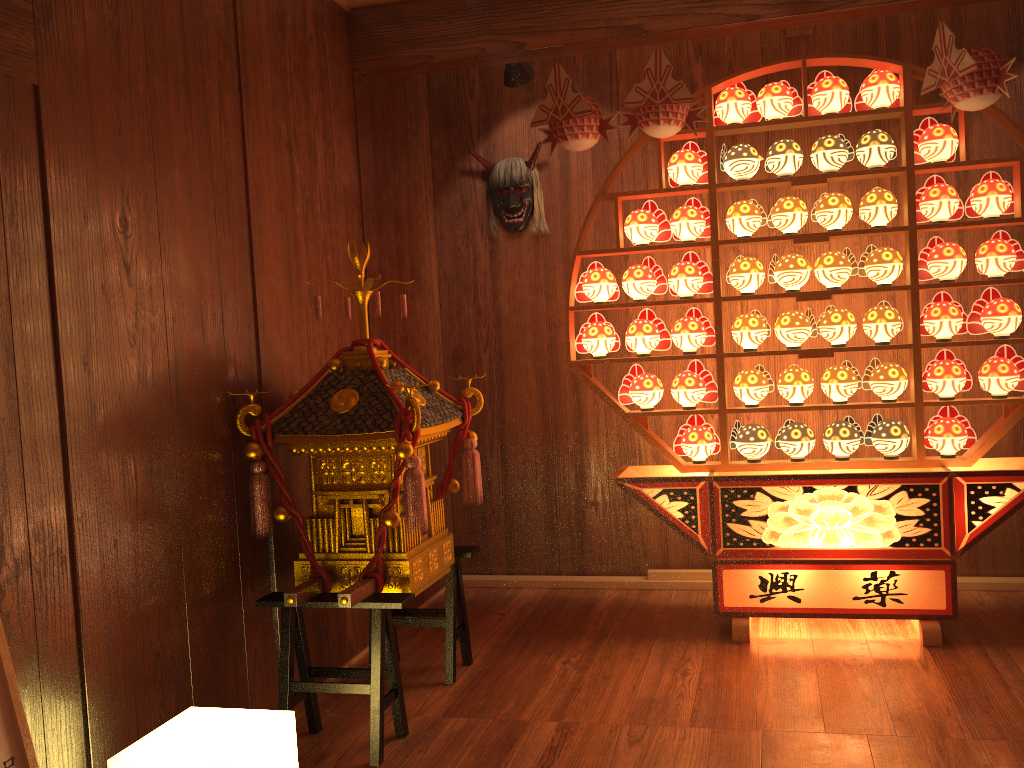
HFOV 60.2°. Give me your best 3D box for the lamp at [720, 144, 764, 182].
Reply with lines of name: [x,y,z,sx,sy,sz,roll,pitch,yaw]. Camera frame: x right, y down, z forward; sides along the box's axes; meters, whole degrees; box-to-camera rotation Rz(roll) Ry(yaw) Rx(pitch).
lamp: [0.911,-0.871,3.469,0.152,0.167,0.143,-2,3,30]

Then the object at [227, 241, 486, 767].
object: [-0.451,0.300,2.862,0.598,1.515,0.822,-3,2,15]

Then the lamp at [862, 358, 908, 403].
lamp: [1.448,-0.016,3.385,0.143,0.173,0.153,-4,3,-20]

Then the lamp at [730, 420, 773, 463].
lamp: [0.966,0.227,3.511,0.151,0.167,0.144,-1,3,45]

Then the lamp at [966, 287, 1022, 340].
lamp: [1.823,-0.267,3.286,0.201,0.200,0.157,-3,2,-1]

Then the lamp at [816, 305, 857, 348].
lamp: [1.261,-0.225,3.414,0.139,0.167,0.157,-3,2,0]

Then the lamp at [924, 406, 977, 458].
lamp: [1.650,0.182,3.353,0.189,0.197,0.162,-2,3,29]

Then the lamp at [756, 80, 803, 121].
lamp: [1.011,-1.102,3.425,0.164,0.179,0.162,-1,3,45]

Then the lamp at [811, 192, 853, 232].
lamp: [1.239,-0.665,3.395,0.140,0.167,0.156,-3,2,-5]

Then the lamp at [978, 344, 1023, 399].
lamp: [1.814,-0.046,3.301,0.162,0.200,0.193,-5,3,-40]

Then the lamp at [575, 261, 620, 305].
lamp: [0.358,-0.416,3.607,0.191,0.187,0.156,-3,2,-6]

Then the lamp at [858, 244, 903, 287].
lamp: [1.421,-0.456,3.368,0.142,0.173,0.154,-4,2,-15]

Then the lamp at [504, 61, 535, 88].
lamp: [0.027,-1.330,3.705,0.135,0.176,0.175,-3,2,1]

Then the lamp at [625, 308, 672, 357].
lamp: [0.526,-0.209,3.579,0.195,0.200,0.161,-2,3,24]

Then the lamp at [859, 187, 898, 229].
lamp: [1.392,-0.675,3.359,0.136,0.173,0.160,-2,2,20]

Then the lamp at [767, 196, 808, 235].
lamp: [1.081,-0.655,3.431,0.140,0.161,0.156,-3,2,-5]

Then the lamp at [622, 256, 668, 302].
lamp: [0.508,-0.425,3.575,0.175,0.191,0.162,-1,3,45]

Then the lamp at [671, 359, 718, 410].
lamp: [0.703,0.003,3.550,0.193,0.200,0.162,-1,3,39]

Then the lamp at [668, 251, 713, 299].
lamp: [0.690,-0.437,3.530,0.194,0.200,0.162,-2,3,29]

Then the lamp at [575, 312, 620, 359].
lamp: [0.355,-0.199,3.619,0.190,0.195,0.157,-3,2,-1]

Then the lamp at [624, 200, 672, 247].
lamp: [0.516,-0.650,3.561,0.193,0.200,0.162,-1,3,39]

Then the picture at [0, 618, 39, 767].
picture: [-1.012,0.746,1.534,0.210,0.788,0.410,-2,3,20]

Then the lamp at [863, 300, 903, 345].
lamp: [1.412,-0.235,3.380,0.135,0.173,0.161,-2,3,30]

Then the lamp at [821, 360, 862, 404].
lamp: [1.266,-0.005,3.428,0.134,0.167,0.162,-1,3,45]

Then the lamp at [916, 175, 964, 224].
lamp: [1.601,-0.697,3.311,0.197,0.200,0.159,-3,2,14]

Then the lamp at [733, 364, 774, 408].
lamp: [0.943,0.009,3.501,0.134,0.167,0.162,-1,3,45]

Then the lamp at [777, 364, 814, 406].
lamp: [1.110,0.005,3.460,0.137,0.161,0.159,-3,2,15]

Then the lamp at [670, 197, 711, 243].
lamp: [0.696,-0.655,3.517,0.184,0.195,0.161,-2,3,29]

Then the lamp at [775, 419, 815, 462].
lamp: [1.122,0.223,3.471,0.140,0.161,0.156,-3,2,-5]

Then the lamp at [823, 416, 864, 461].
lamp: [1.278,0.213,3.438,0.134,0.167,0.162,-1,3,45]

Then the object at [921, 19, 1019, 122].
object: [1.583,-1.093,3.042,0.243,0.314,0.361,-3,2,-7]

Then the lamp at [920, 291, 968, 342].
lamp: [1.624,-0.255,3.330,0.184,0.195,0.161,-2,3,24]

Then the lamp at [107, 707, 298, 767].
lamp: [-0.680,0.945,1.995,0.276,0.315,0.285,-3,2,15]

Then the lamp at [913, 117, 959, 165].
lamp: [1.595,-0.917,3.301,0.201,0.200,0.157,-3,2,-1]

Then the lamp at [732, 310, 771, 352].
lamp: [0.934,-0.211,3.489,0.135,0.167,0.162,-1,3,35]

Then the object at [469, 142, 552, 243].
object: [0.001,-0.895,4.204,0.358,0.453,0.140,-3,3,13]

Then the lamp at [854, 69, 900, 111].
lamp: [1.390,-1.123,3.335,0.185,0.188,0.160,-2,3,19]

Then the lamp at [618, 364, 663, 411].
lamp: [0.550,0.013,3.593,0.191,0.194,0.153,-4,3,-26]

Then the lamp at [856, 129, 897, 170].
lamp: [1.375,-0.894,3.351,0.135,0.173,0.161,-2,3,30]

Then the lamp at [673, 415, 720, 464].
lamp: [0.750,0.222,3.556,0.194,0.197,0.158,-3,2,4]

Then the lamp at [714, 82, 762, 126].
lamp: [0.863,-1.105,3.454,0.195,0.200,0.161,-2,3,24]

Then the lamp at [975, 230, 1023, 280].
lamp: [1.793,-0.481,3.284,0.175,0.191,0.162,-1,3,45]

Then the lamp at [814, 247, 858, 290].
lamp: [1.234,-0.445,3.420,0.161,0.167,0.136,-4,3,-20]

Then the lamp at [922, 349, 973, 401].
lamp: [1.640,-0.035,3.339,0.181,0.194,0.161,-2,3,24]

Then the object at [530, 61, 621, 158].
object: [0.239,-1.036,3.344,0.353,0.311,0.246,-1,3,40]

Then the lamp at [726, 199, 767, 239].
lamp: [0.906,-0.651,3.473,0.134,0.167,0.162,-1,3,45]

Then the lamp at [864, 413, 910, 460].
lamp: [1.461,0.203,3.397,0.143,0.173,0.153,-4,3,-20]

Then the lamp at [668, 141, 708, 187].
lamp: [0.684,-0.877,3.507,0.194,0.200,0.162,-2,3,29]

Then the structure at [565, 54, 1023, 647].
structure: [1.180,-0.151,3.439,1.931,2.195,0.497,-3,3,13]

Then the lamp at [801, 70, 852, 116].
lamp: [1.216,-1.121,3.374,0.199,0.200,0.158,-3,2,4]

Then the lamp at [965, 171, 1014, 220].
lamp: [1.772,-0.703,3.273,0.184,0.195,0.161,-2,3,29]

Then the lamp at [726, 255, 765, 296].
lamp: [0.926,-0.431,3.475,0.140,0.167,0.156,-3,2,-5]

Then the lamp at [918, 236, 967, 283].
lamp: [1.636,-0.472,3.317,0.191,0.187,0.156,-3,2,-6]

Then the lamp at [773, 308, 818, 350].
lamp: [1.092,-0.215,3.460,0.159,0.161,0.137,-4,2,-10]

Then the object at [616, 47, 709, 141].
object: [0.552,-1.060,3.279,0.342,0.306,0.218,-3,2,14]

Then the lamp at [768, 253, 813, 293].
lamp: [1.099,-0.436,3.444,0.151,0.161,0.144,-1,3,45]

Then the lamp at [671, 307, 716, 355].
lamp: [0.705,-0.213,3.539,0.177,0.192,0.161,-2,3,29]

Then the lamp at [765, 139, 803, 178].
lamp: [1.058,-0.874,3.423,0.138,0.161,0.158,-3,2,5]

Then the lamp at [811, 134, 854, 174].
lamp: [1.213,-0.885,3.394,0.162,0.167,0.134,-5,3,-35]
